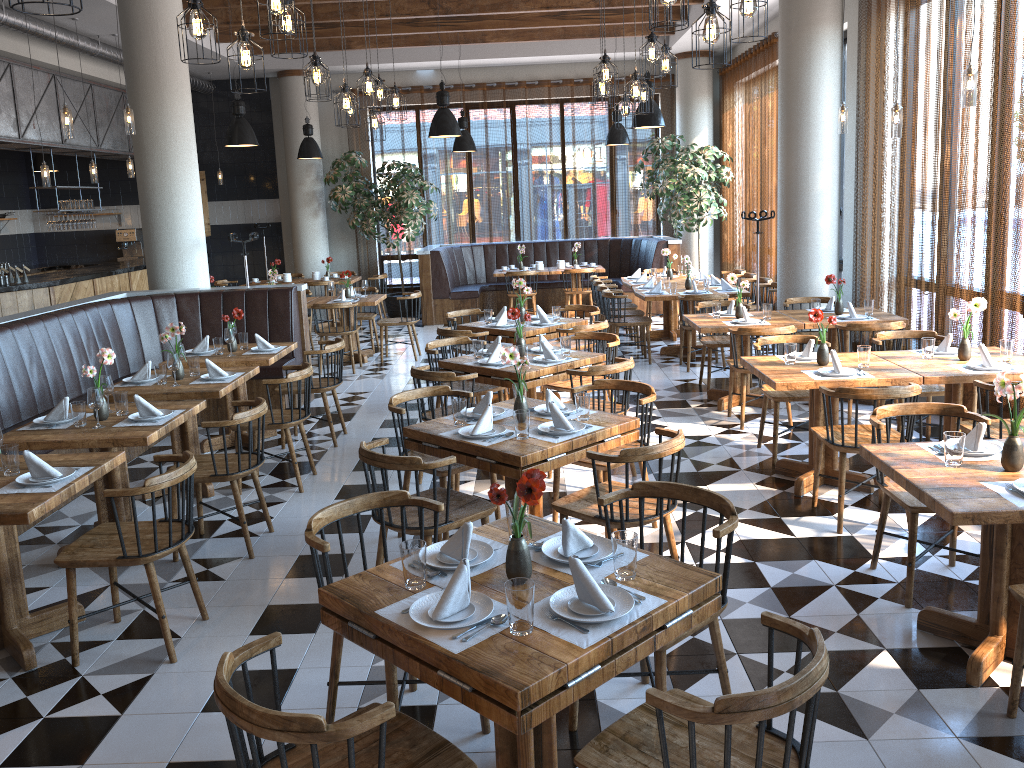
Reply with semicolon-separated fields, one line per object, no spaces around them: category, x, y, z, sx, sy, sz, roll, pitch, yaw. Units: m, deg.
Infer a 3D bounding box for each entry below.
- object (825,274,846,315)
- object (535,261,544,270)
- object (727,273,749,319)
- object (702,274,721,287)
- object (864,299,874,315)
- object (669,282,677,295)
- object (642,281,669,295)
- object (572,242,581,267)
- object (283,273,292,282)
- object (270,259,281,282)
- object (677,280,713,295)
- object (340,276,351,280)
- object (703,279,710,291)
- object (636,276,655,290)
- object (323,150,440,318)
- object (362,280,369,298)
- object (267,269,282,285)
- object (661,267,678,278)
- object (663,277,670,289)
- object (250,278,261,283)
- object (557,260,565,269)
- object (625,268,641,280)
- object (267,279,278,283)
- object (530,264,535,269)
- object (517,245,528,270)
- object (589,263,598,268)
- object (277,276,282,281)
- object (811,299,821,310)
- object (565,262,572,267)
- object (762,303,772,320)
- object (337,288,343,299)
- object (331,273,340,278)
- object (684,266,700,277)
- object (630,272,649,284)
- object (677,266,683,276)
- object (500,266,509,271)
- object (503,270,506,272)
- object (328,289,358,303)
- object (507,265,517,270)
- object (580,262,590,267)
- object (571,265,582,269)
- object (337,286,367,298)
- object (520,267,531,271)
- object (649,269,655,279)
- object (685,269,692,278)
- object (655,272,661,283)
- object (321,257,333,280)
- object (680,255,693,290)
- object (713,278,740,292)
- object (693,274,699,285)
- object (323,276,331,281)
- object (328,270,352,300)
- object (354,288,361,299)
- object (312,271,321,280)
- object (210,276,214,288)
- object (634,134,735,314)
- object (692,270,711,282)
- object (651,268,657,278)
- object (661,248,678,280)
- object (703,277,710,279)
object;2.804;-0.780;7.698;0.171;0.352;0.157;2;11;24
object;0.428;-1.846;13.836;0.130;0.128;0.130;8;15;44
object;1.966;-0.771;7.721;0.207;0.397;0.147;-9;12;-34
object;2.417;-1.235;10.481;0.272;0.136;0.354;-2;12;1
object;3.061;-0.657;7.596;0.080;0.131;0.080;2;11;26
object;1.773;-1.053;9.754;0.080;0.131;0.080;-5;10;-14
object;1.611;-1.090;9.954;0.272;0.136;0.354;-2;12;1
object;1.016;-2.015;13.860;0.146;0.397;0.208;-1;10;7
object;-3.474;-1.643;13.680;0.130;0.128;0.130;8;15;44
object;-3.657;-1.761;13.734;0.171;0.352;0.157;-5;10;-13
object;2.021;-1.074;9.793;0.352;0.136;0.274;-2;11;1
object;-2.570;-1.654;13.694;0.176;0.066;0.177;-5;12;-13
object;2.187;-1.117;9.976;0.080;0.131;0.080;-5;10;-14
object;1.618;-1.209;10.520;0.272;0.136;0.354;-2;12;1
object;-2.101;-2.443;14.483;1.756;2.762;1.489;-6;11;-18
object;-1.790;-1.159;10.806;0.081;0.214;0.081;-9;12;-35
object;-2.888;-1.195;10.761;0.147;0.397;0.207;-11;13;-39
object;2.035;-1.504;11.842;0.352;0.136;0.274;-2;11;1
object;1.812;-1.185;10.378;0.080;0.131;0.080;-5;10;-14
object;-3.986;-1.605;13.752;0.176;0.066;0.177;-4;12;-7
object;0.766;-1.876;13.906;0.130;0.128;0.130;8;15;44
object;1.634;-1.466;11.745;0.272;0.136;0.354;-2;12;1
object;-3.659;-1.569;13.511;0.176;0.066;0.176;-11;14;-36
object;0.356;-1.877;14.148;0.175;0.066;0.177;0;12;11
object;0.159;-1.989;13.918;0.147;0.397;0.207;-9;12;-31
object;1.262;-1.862;13.885;0.176;0.066;0.177;-4;12;-8
object;-3.682;-1.665;13.979;0.176;0.066;0.177;1;12;14
object;2.667;-0.679;7.781;0.080;0.131;0.080;2;11;26
object;0.877;-1.909;14.188;0.176;0.066;0.176;-13;16;-43
object;2.193;-0.623;7.613;0.080;0.131;0.080;-5;10;-14
object;-2.097;-1.107;10.824;0.080;0.131;0.080;5;13;36
object;-2.801;-1.711;14.011;0.176;0.066;0.176;-13;16;-43
object;2.434;-1.499;11.738;0.272;0.136;0.354;-2;12;1
object;1.627;-1.346;11.175;0.272;0.136;0.354;-2;12;1
object;2.257;-1.519;11.882;0.080;0.131;0.080;-5;10;-14
object;-0.121;-1.810;13.925;0.176;0.066;0.177;-4;12;-7
object;-0.119;-1.769;13.830;0.053;0.025;0.049;-5;12;-10
object;-2.006;-1.047;10.504;0.352;0.136;0.274;-2;11;1
object;0.001;-1.871;14.187;0.176;0.066;0.176;-13;16;-43
object;1.162;-1.909;14.132;0.176;0.066;0.177;1;12;14
object;0.994;-1.800;13.644;0.176;0.066;0.177;-6;12;-16
object;-1.990;-1.156;11.022;0.352;0.136;0.274;-2;11;1
object;0.206;-1.774;13.684;0.176;0.066;0.177;6;14;36
object;1.827;-1.436;11.573;0.080;0.131;0.080;-5;10;-14
object;2.249;-1.395;11.291;0.080;0.131;0.080;-5;10;-14
object;1.820;-1.320;11.022;0.080;0.131;0.080;-5;10;-14
object;-2.839;-1.787;13.685;0.157;0.352;0.171;-11;13;-40
object;1.998;-1.285;10.171;0.146;0.397;0.208;-1;10;6
object;2.410;-1.117;9.915;0.272;0.136;0.354;-2;12;1
object;2.208;-1.255;10.632;0.080;0.131;0.080;-5;10;-14
object;-2.833;-1.600;13.492;0.176;0.066;0.177;1;12;16
object;-2.074;-1.200;10.723;0.295;0.352;0.167;-1;10;7
object;-1.864;-1.090;10.695;0.080;0.131;0.080;4;12;31
object;-3.052;-1.688;13.809;0.130;0.128;0.130;8;15;44
object;-3.697;-1.147;10.809;0.156;0.352;0.172;5;13;38
object;2.552;-2.506;13.813;1.486;2.762;1.759;-11;13;-40
object;2.426;-1.373;11.136;0.272;0.136;0.354;-2;12;1
object;1.867;-1.459;11.675;0.080;0.131;0.080;-5;10;-14
object;2.031;-1.550;11.428;0.206;0.397;0.147;-3;10;0
object;2.228;-1.157;10.158;0.080;0.131;0.080;-5;10;-14
